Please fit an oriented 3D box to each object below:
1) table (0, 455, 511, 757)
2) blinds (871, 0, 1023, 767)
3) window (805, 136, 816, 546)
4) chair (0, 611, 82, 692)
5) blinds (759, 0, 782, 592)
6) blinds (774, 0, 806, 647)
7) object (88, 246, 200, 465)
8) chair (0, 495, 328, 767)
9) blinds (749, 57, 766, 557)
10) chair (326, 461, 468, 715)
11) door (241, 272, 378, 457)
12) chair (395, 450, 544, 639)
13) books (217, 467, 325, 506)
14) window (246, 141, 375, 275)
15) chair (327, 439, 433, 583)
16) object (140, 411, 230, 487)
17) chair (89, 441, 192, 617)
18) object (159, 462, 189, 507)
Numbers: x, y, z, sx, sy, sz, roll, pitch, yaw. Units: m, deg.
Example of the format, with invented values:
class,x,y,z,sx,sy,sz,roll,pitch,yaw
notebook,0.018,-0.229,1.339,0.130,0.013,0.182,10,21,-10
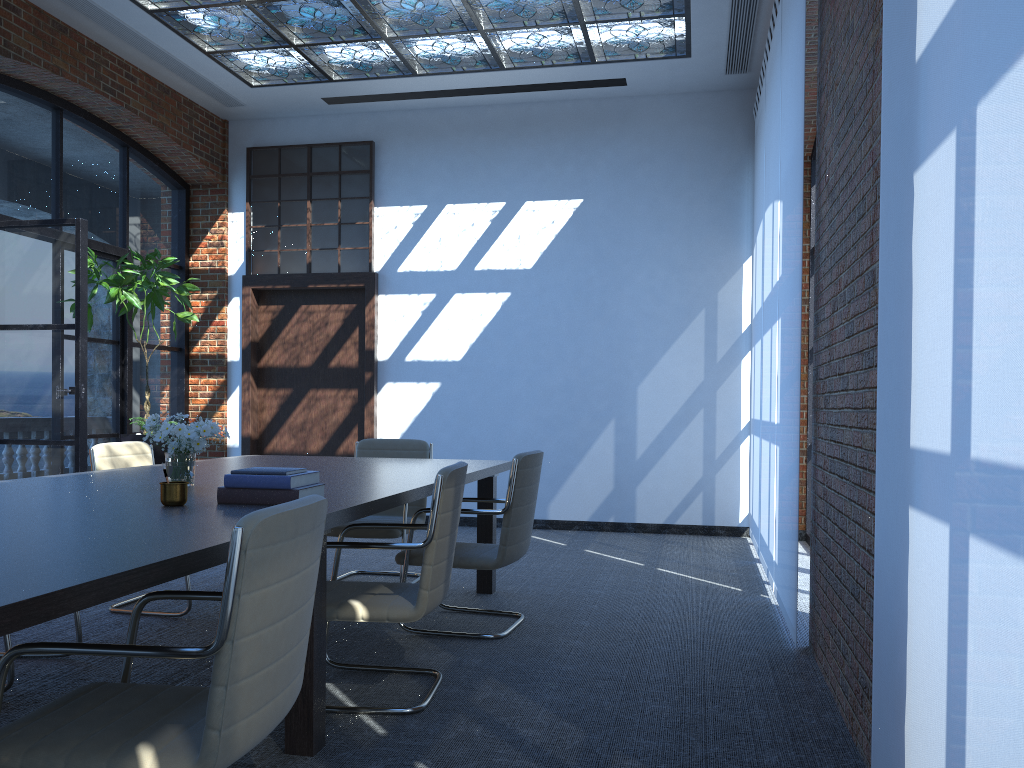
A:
class,x,y,z,sx,sy,sz,roll,pitch,yaw
table,-1.338,0.823,3.569,1.809,0.810,4.504,0,-1,12
blinds,0.852,-0.709,1.721,0.039,3.759,1.314,1,1,12
window,1.680,-0.561,3.003,0.160,3.608,9.623,1,-1,12
chair,-2.239,0.761,3.713,0.706,0.923,0.560,1,0,0
blinds,1.739,-0.592,5.977,0.039,3.759,1.218,1,1,12
blinds,1.481,-0.626,4.737,0.039,3.759,1.218,1,1,12
object,-3.134,0.071,7.604,0.945,2.492,1.324,1,0,12
chair,-0.837,0.735,2.133,0.706,0.923,0.560,1,0,7
blinds,1.999,-0.557,7.227,0.039,3.759,1.218,1,1,12
chair,-0.542,0.774,3.552,0.706,0.923,0.560,1,0,5
door,-1.996,0.139,8.799,1.400,2.436,0.200,1,1,12
chair,-0.210,0.805,4.650,0.706,0.923,0.560,1,0,15
books,-0.834,0.354,3.096,0.294,0.115,0.255,0,-1,10
window,-1.993,-1.704,8.718,1.328,1.293,0.059,0,1,12
chair,-0.875,0.827,5.749,0.560,0.923,0.706,1,0,12
object,-1.350,0.266,3.650,0.329,0.310,0.336,0,0,22
chair,-1.960,0.798,5.053,0.706,0.923,0.560,1,0,12
object,-1.123,0.333,2.945,0.091,0.142,0.091,1,0,-11
